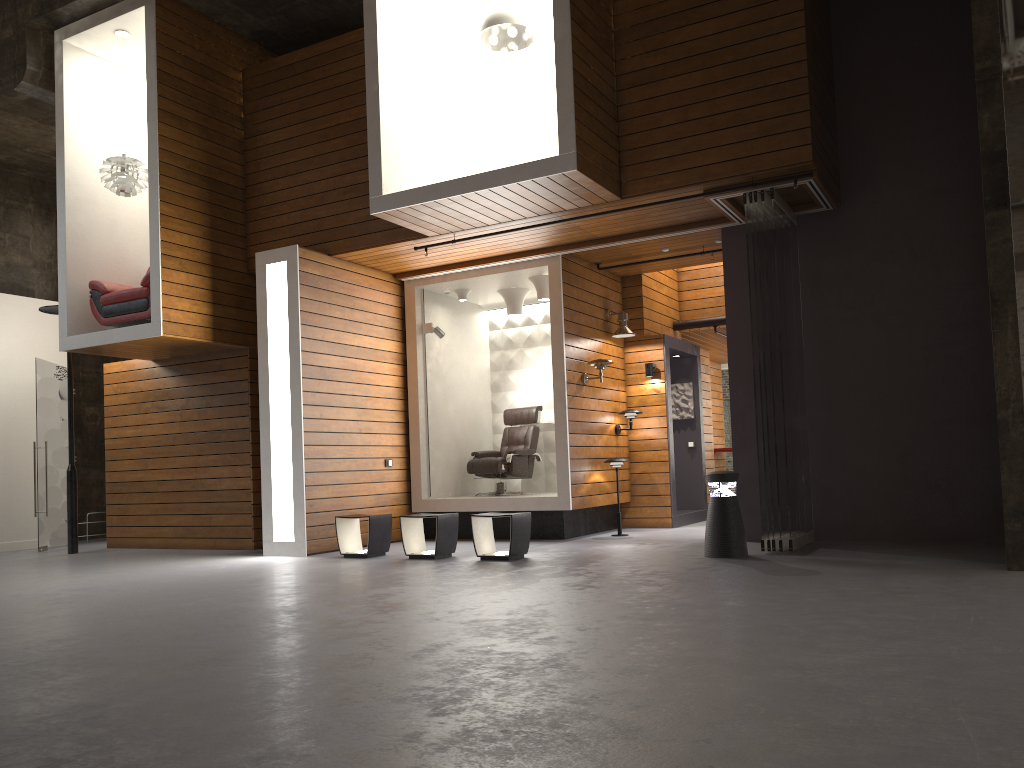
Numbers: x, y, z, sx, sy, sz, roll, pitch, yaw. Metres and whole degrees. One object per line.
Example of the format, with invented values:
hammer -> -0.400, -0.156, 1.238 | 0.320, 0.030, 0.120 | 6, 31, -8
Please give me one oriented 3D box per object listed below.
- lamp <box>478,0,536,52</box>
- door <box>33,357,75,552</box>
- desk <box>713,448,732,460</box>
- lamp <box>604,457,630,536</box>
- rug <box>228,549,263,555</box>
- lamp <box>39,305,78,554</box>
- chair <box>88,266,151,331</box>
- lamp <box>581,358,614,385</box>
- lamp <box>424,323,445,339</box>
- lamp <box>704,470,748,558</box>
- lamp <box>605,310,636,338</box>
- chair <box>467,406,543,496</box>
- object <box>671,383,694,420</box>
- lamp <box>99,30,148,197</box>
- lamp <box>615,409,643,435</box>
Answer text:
lamp -> -0.065, -3.608, 8.009 | 0.531, 0.984, 0.530 | -5, -4, 41
door -> -5.696, 0.895, 11.086 | 0.146, 2.298, 1.289 | -2, -3, -9
desk -> 3.846, 1.560, 14.781 | 0.845, 0.982, 1.719 | -4, -5, 29
lamp -> 1.164, 1.231, 9.711 | 0.288, 0.860, 0.288 | -3, -3, 14
rug -> -2.373, 1.803, 9.792 | 0.541, 0.014, 1.580 | -5, -6, 29
lamp -> -5.104, 0.559, 10.255 | 0.629, 2.940, 0.631 | -1, -3, -20
chair -> -3.851, -0.996, 9.664 | 1.202, 0.935, 0.954 | -5, -5, 29
lamp -> 0.935, -0.141, 9.614 | 0.352, 0.270, 0.288 | -5, -5, 29
lamp -> -0.901, -0.620, 10.288 | 0.248, 0.188, 0.130 | -2, -4, -2
lamp -> 1.733, 1.054, 7.239 | 0.349, 0.694, 0.348 | -4, -4, 35
lamp -> 1.268, -0.717, 10.299 | 0.346, 0.330, 0.295 | -5, -5, 31
chair -> -0.080, 0.809, 10.757 | 0.757, 1.069, 0.825 | -6, -5, 44
object -> 2.220, 0.232, 11.765 | 0.381, 0.477, 0.048 | -4, -3, 29
lamp -> -4.145, -2.895, 9.451 | 0.512, 1.770, 0.489 | -2, -3, -7
lamp -> 1.374, 0.438, 10.374 | 0.327, 0.296, 0.288 | -5, -5, 29
